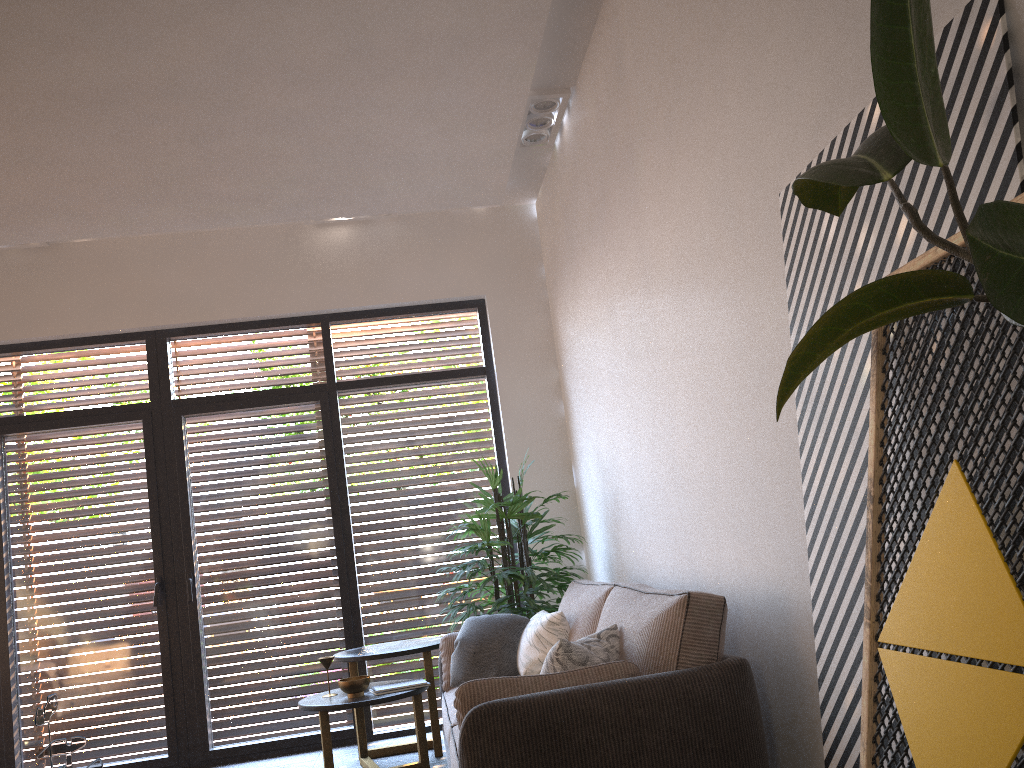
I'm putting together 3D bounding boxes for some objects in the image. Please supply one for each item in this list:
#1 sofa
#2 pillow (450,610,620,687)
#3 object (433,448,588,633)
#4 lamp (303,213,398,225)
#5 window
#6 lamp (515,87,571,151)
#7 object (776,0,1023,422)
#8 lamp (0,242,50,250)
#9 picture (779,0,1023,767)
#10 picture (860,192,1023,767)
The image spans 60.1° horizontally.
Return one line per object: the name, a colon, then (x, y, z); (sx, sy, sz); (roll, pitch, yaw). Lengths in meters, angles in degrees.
sofa: (0.207, 1.342, 3.724); (0.992, 0.912, 2.342); (-6, -10, -7)
pillow: (0.053, 1.181, 3.769); (0.618, 0.340, 1.910); (-6, -10, -7)
object: (0.013, 1.267, 5.377); (0.978, 1.710, 0.920); (0, -11, -42)
lamp: (-1.109, -1.192, 6.044); (0.644, 0.065, 0.255); (-6, -10, -7)
window: (-2.276, 1.054, 6.039); (4.938, 3.007, 0.463); (-6, -8, -7)
lamp: (0.157, -1.533, 5.111); (0.253, 0.065, 0.651); (-6, -11, -7)
object: (0.585, -0.533, 0.135); (0.906, 3.176, 2.029); (-3, -9, -29)
lamp: (-3.397, -0.944, 5.753); (0.644, 0.065, 0.255); (-6, -10, -7)
picture: (0.851, 0.358, 1.910); (0.207, 2.004, 0.966); (-7, -8, -8)
picture: (0.828, 0.429, 1.118); (0.386, 1.593, 1.510); (-7, -9, -8)
